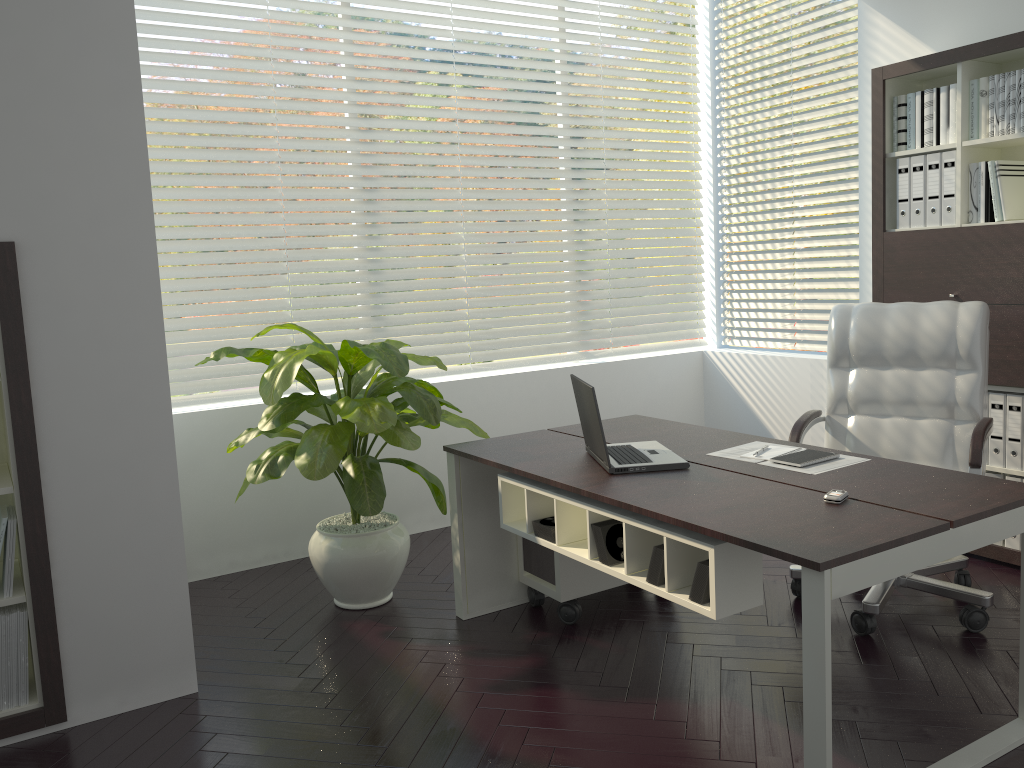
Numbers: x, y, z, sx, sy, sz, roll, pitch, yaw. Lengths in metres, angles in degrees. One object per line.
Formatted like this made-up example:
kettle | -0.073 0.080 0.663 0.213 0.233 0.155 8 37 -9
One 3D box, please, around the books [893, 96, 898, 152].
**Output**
books | 1.863 -1.214 4.174 0.208 0.258 0.021 -7 8 -32

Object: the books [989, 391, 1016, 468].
books | 2.193 0.184 3.881 0.262 0.320 0.072 -7 8 -32

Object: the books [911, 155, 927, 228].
books | 1.947 -0.883 4.081 0.262 0.320 0.072 -7 8 -31

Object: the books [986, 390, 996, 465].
books | 2.153 0.178 3.946 0.262 0.320 0.072 -7 8 -32

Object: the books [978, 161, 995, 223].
books | 2.099 -0.831 3.850 0.208 0.258 0.040 -7 8 -31

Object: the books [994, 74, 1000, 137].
books | 2.112 -1.173 3.763 0.208 0.258 0.021 -7 8 -31

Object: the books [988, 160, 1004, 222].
books | 2.127 -0.827 3.810 0.208 0.259 0.060 -7 8 -31

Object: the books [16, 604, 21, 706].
books | -1.576 0.840 2.825 0.032 0.300 0.217 -7 8 -31

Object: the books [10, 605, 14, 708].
books | -1.590 0.844 2.817 0.032 0.297 0.212 -7 8 -31

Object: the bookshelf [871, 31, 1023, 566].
bookshelf | 2.071 -0.358 3.963 0.362 2.185 0.828 -7 8 -31

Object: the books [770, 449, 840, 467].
books | 0.968 0.244 2.927 0.205 0.012 0.126 -8 9 -34

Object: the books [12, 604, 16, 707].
books | -1.588 0.841 2.823 0.032 0.298 0.214 -7 8 -31

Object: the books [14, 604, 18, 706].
books | -1.583 0.841 2.826 0.032 0.298 0.214 -7 8 -31

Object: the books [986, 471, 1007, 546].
books | 2.178 0.532 3.967 0.072 0.320 0.263 2 8 38

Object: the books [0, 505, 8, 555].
books | -1.619 0.524 2.782 0.085 0.245 0.208 -7 8 -31

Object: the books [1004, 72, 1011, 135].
books | 2.135 -1.169 3.726 0.208 0.258 0.021 -7 8 -31

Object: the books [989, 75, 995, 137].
books | 2.100 -1.175 3.782 0.208 0.258 0.021 -7 8 -31

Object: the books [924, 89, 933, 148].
books | 1.946 -1.198 4.025 0.208 0.258 0.040 -7 8 -31

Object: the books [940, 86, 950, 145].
books | 1.992 -1.194 3.970 0.208 0.258 0.040 -7 8 -31

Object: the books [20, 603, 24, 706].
books | -1.567 0.841 2.832 0.032 0.296 0.211 -7 8 -31

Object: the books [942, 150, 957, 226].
books | 2.027 -0.871 3.951 0.262 0.320 0.072 -7 8 -30

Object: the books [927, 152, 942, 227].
books | 1.987 -0.877 4.016 0.262 0.320 0.072 -7 8 -31

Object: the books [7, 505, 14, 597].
books | -1.588 0.523 2.798 0.043 0.242 0.219 -7 8 -31

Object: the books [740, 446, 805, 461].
books | 0.934 0.239 3.011 0.205 0.012 0.240 -10 10 -43

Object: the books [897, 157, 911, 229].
books | 1.907 -0.890 4.146 0.262 0.320 0.072 -7 8 -32

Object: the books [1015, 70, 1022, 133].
books | 2.158 -1.165 3.688 0.208 0.258 0.021 -7 8 -31

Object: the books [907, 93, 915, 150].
books | 1.906 -1.207 4.107 0.208 0.258 0.040 -7 8 -31

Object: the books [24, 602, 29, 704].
books | -1.558 0.840 2.838 0.032 0.296 0.211 -7 8 -31

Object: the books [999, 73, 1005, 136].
books | 2.123 -1.171 3.745 0.208 0.258 0.021 -7 8 -31

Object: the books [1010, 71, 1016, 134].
books | 2.147 -1.167 3.707 0.208 0.258 0.021 -7 8 -31

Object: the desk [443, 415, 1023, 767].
desk | 0.635 0.612 3.010 0.976 0.697 1.814 -7 8 -31

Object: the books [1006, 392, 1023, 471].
books | 2.233 0.191 3.816 0.262 0.320 0.072 -7 8 -31

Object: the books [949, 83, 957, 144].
books | 2.013 -1.189 3.928 0.208 0.258 0.040 -7 8 -31

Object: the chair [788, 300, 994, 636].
chair | 1.475 0.280 3.436 0.725 1.164 0.831 2 8 33

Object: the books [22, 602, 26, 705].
books | -1.563 0.838 2.835 0.032 0.302 0.219 -7 8 -31

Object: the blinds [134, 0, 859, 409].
blinds | -0.138 -2.186 4.750 3.919 4.258 1.221 -4 7 -12

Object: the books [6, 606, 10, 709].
books | -1.600 0.845 2.812 0.032 0.296 0.211 -7 8 -31

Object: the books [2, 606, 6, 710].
books | -1.609 0.847 2.806 0.032 0.296 0.211 -7 8 -31

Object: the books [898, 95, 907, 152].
books | 1.881 -1.210 4.144 0.208 0.258 0.040 -7 8 -31

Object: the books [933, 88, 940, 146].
books | 1.968 -1.196 3.999 0.208 0.258 0.021 -7 8 -31

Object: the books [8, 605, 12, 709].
books | -1.595 0.845 2.815 0.032 0.296 0.211 -7 8 -31

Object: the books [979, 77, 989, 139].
books | 2.082 -1.178 3.811 0.208 0.258 0.040 -7 8 -31

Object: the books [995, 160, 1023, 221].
books | 2.149 -0.827 3.795 0.208 0.257 0.058 -7 8 -31

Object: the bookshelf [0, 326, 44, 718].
bookshelf | -2.485 0.416 2.358 2.102 1.493 0.502 -7 8 -31

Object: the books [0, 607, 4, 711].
books | -1.614 0.847 2.804 0.032 0.296 0.211 -7 8 -31

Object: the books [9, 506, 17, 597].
books | -1.581 0.524 2.802 0.043 0.237 0.211 -7 8 -31

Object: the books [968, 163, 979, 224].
books | 2.079 -0.836 3.893 0.208 0.258 0.040 -7 8 -31

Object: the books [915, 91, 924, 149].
books | 1.925 -1.203 4.067 0.208 0.258 0.040 -7 8 -31

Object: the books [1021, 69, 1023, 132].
books | 2.170 -1.164 3.669 0.208 0.258 0.021 -7 8 -31

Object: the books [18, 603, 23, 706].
books | -1.572 0.842 2.829 0.032 0.296 0.211 -7 8 -31

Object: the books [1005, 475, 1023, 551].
books | 2.251 0.543 3.856 0.262 0.320 0.072 -7 8 -31

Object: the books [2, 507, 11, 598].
books | -1.594 0.526 2.794 0.043 0.237 0.211 -7 8 -31

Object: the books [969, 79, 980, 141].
books | 2.062 -1.182 3.854 0.208 0.258 0.040 -7 8 -31
